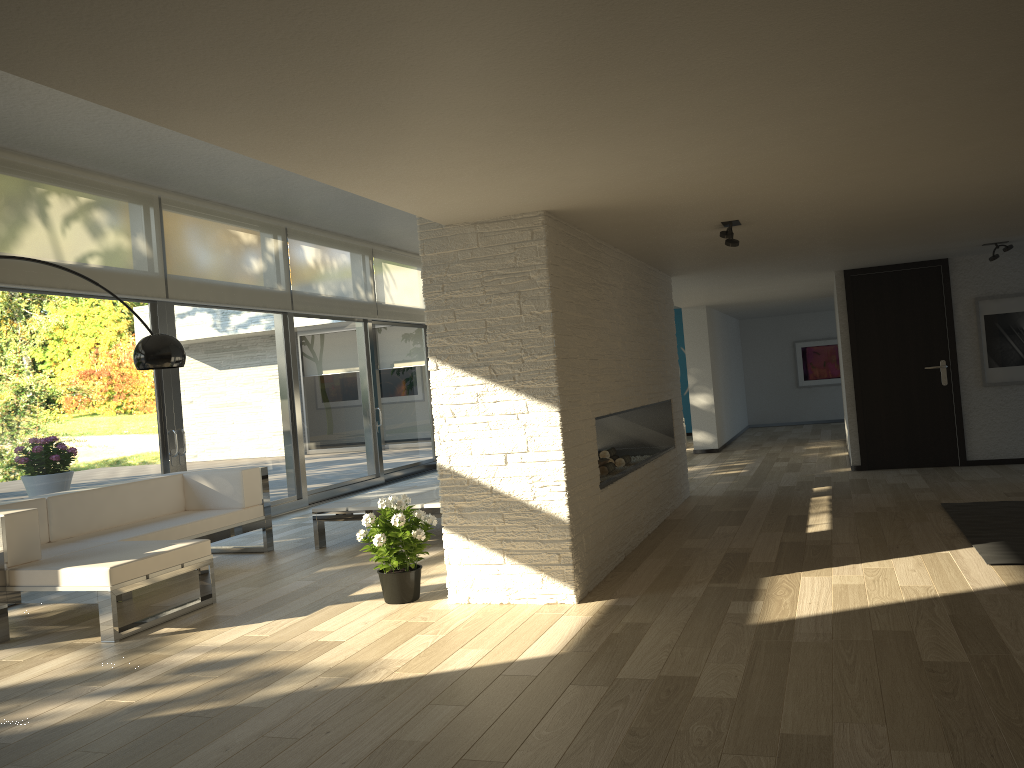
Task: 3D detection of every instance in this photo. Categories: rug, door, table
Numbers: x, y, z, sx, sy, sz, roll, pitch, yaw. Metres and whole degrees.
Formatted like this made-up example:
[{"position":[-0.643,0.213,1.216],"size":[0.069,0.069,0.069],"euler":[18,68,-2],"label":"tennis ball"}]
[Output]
[{"position":[3.174,0.837,5.214],"size":[0.978,0.011,1.999],"euler":[-5,0,20],"label":"rug"},{"position":[3.736,-0.171,8.455],"size":[0.920,1.948,0.108],"euler":[-5,-1,20],"label":"door"},{"position":[-0.717,1.027,7.040],"size":[1.220,0.305,1.220],"euler":[-5,0,20],"label":"table"},{"position":[-1.484,0.230,9.036],"size":[19.433,2.374,22.953],"euler":[-5,0,20],"label":"door"}]

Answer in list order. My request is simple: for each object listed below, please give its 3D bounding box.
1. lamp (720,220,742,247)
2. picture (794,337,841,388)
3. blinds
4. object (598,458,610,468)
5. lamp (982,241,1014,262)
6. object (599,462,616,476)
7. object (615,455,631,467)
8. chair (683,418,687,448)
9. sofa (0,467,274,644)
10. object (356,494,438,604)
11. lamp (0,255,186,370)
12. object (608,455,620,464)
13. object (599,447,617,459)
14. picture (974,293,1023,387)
[{"position":[1.300,-0.882,5.292],"size":[0.135,0.153,0.234],"euler":[-5,0,20],"label":"lamp"},{"position":[5.456,-0.377,15.492],"size":[0.958,0.828,0.017],"euler":[-5,-1,20],"label":"picture"},{"position":[-3.002,-1.193,7.599],"size":[0.056,0.984,11.531],"euler":[-5,0,20],"label":"blinds"},{"position":[0.642,0.564,6.341],"size":[0.064,0.060,0.229],"euler":[-5,0,21],"label":"object"},{"position":[4.079,-1.109,7.432],"size":[0.234,0.153,0.135],"euler":[-5,-1,20],"label":"lamp"},{"position":[0.672,0.603,6.305],"size":[0.082,0.073,0.237],"euler":[-5,0,19],"label":"object"},{"position":[0.854,0.590,6.810],"size":[0.082,0.073,0.237],"euler":[-5,0,19],"label":"object"},{"position":[2.152,0.738,12.765],"size":[0.611,0.442,0.610],"euler":[-5,0,20],"label":"chair"},{"position":[-2.332,0.986,5.687],"size":[1.545,0.654,2.404],"euler":[-5,0,20],"label":"sofa"},{"position":[-0.604,0.884,4.780],"size":[0.404,0.571,0.431],"euler":[-5,-1,42],"label":"object"},{"position":[-2.632,0.313,4.730],"size":[1.754,2.024,0.282],"euler":[-4,-1,-28],"label":"lamp"},{"position":[0.776,0.596,6.827],"size":[0.076,0.076,0.236],"euler":[-5,0,18],"label":"object"},{"position":[0.742,0.535,6.850],"size":[0.082,0.073,0.237],"euler":[-5,0,19],"label":"object"},{"position":[4.772,-0.424,8.053],"size":[0.958,0.828,0.017],"euler":[-5,-1,20],"label":"picture"}]
